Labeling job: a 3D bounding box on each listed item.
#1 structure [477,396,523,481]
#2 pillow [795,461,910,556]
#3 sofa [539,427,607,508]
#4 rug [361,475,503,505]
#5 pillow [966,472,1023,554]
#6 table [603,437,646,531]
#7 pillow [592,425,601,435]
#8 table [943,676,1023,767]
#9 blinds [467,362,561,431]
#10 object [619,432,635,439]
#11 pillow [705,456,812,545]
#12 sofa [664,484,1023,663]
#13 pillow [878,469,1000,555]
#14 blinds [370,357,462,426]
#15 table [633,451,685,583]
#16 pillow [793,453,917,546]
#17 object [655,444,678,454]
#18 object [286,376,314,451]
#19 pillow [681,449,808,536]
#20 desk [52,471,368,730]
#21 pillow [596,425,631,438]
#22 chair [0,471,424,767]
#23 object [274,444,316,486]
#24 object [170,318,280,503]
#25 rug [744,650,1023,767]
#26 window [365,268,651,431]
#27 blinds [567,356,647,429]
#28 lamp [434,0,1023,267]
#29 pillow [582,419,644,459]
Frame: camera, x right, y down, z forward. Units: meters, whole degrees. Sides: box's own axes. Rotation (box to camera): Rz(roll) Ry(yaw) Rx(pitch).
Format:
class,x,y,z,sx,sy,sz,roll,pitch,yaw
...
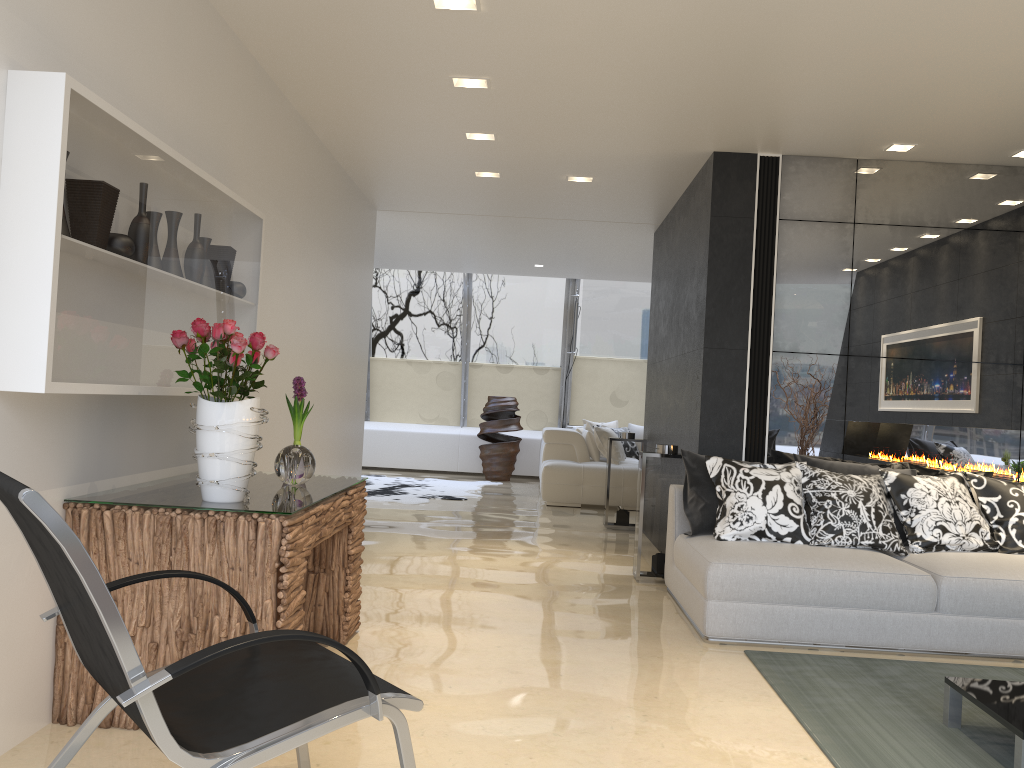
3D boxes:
class,x,y,z,sx,sy,sz,roll,pitch,yaw
structure,-0.179,0.809,13.045,0.674,1.258,0.672,4,-1,-22
pillow,1.956,0.723,5.103,0.623,0.505,0.393,3,-1,-5
sofa,2.443,1.100,11.606,4.169,0.866,3.257,3,-1,1
rug,-1.508,1.298,11.116,2.705,0.008,3.220,3,-1,1
pillow,3.044,0.784,5.251,0.610,0.479,0.383,3,-1,-12
table,1.086,0.962,8.552,0.350,0.872,0.202,3,-1,1
pillow,1.278,0.785,11.612,0.394,0.471,0.604,3,-1,17
table,2.645,1.276,3.083,1.982,0.187,0.594,3,-1,4
blinds,0.023,0.219,13.846,1.430,1.027,0.329,3,-1,1
object,1.112,0.499,8.562,0.153,0.059,0.151,2,-2,41
pillow,1.442,0.682,5.138,0.607,0.483,0.368,3,-1,1
sofa,2.297,0.999,5.089,2.625,0.798,1.334,3,-1,1
pillow,2.508,0.748,5.181,0.598,0.470,0.390,3,-1,-15
blinds,-1.513,0.135,13.880,1.430,1.027,0.329,3,-1,1
table,1.033,0.910,6.055,0.350,0.872,0.202,3,-1,1
pillow,2.137,0.709,5.392,0.796,0.511,0.474,3,-1,2
object,1.059,0.447,6.064,0.153,0.059,0.151,4,-1,-39
object,-0.988,0.201,4.088,0.129,0.476,0.129,4,-1,-38
pillow,1.421,0.684,5.399,0.808,0.525,0.434,3,-1,-2
desk,-1.124,0.804,3.667,0.793,0.762,1.436,3,-1,1
pillow,1.486,0.820,12.238,0.599,0.483,0.405,4,-1,-30
chair,-0.748,0.699,2.144,0.943,0.972,0.752,4,-1,-39
object,-0.934,0.349,3.818,0.175,0.179,0.174,2,-1,34
object,-1.043,0.094,3.188,0.350,0.654,0.327,3,-1,21
rug,2.548,1.366,3.212,2.923,0.012,2.194,3,-1,2
window,-2.140,-0.260,6.661,16.171,3.674,16.693,3,-1,7
blinds,1.554,0.209,13.785,1.376,1.214,0.387,3,-1,1
lamp,-0.138,-1.622,6.413,9.928,0.004,9.775,3,-1,2
pillow,2.131,0.814,12.231,3.322,0.530,1.656,4,-1,-29
